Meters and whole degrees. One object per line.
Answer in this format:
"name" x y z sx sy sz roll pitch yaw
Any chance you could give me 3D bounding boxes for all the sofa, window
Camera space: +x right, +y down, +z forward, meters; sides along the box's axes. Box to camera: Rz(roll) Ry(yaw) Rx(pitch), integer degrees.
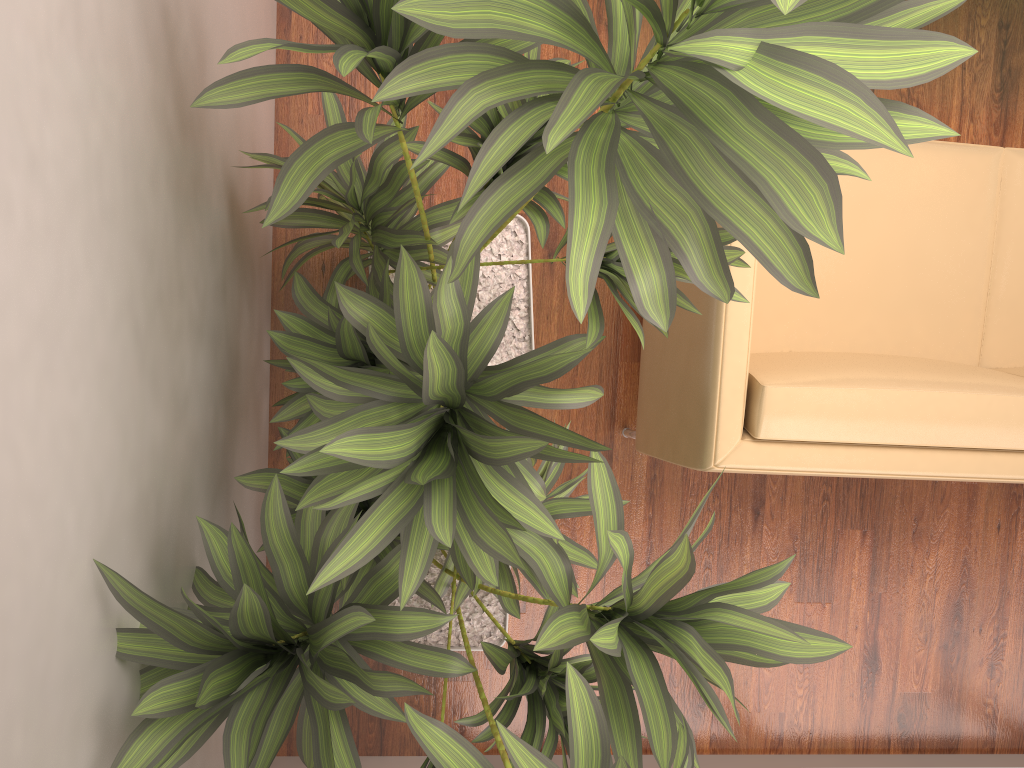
"sofa" 1.293 -0.203 2.371 1.800 0.833 0.886 3 93 -7
"window" 4.077 1.360 1.598 8.556 3.263 0.062 3 90 -7

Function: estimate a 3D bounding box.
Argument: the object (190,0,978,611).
"object" -0.119 -0.206 1.584 0.969 2.093 1.085 15 90 -7

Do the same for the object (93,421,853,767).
"object" -0.137 0.473 1.655 1.084 2.093 0.969 21 89 -7
